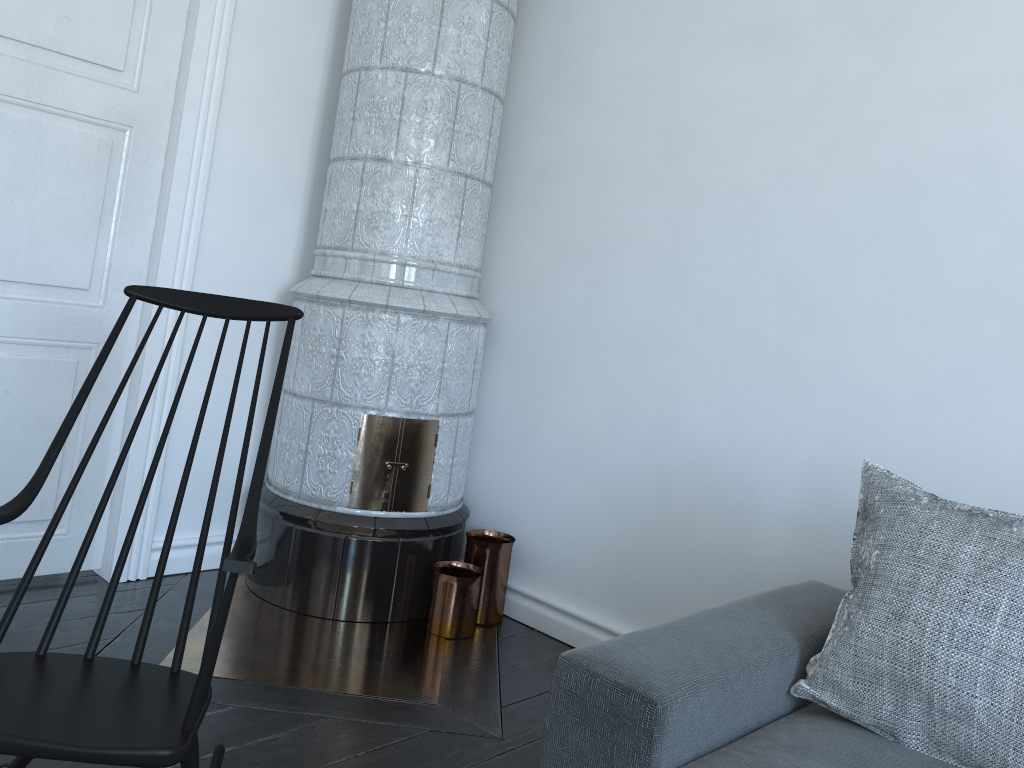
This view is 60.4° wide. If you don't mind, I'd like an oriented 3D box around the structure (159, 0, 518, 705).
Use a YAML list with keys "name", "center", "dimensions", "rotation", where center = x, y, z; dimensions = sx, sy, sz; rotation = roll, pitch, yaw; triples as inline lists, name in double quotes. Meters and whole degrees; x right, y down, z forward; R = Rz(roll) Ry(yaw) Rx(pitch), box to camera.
- name: "structure"
  center: [-0.374, -0.688, 3.012]
  dimensions: [0.778, 2.901, 1.267]
  rotation: [8, -1, -2]

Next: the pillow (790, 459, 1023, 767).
- name: "pillow"
  center: [1.402, 0.561, 1.127]
  dimensions: [0.474, 0.493, 2.073]
  rotation: [7, 4, -43]

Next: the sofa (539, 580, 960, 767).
- name: "sofa"
  center: [1.250, 0.782, 1.085]
  dimensions: [2.394, 0.725, 1.076]
  rotation: [11, 4, 43]

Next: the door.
- name: "door"
  center: [-1.496, -0.603, 2.631]
  dimensions: [0.116, 2.484, 1.158]
  rotation: [6, -2, 43]

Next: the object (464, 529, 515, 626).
- name: "object"
  center: [-0.093, 0.667, 3.046]
  dimensions: [0.174, 0.282, 0.174]
  rotation: [7, -1, 43]

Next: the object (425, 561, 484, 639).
- name: "object"
  center: [-0.190, 0.707, 2.886]
  dimensions: [0.175, 0.200, 0.170]
  rotation: [8, 1, 33]

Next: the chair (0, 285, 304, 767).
- name: "chair"
  center: [-0.704, 0.337, 1.519]
  dimensions: [0.612, 1.008, 0.906]
  rotation: [8, 1, -2]
